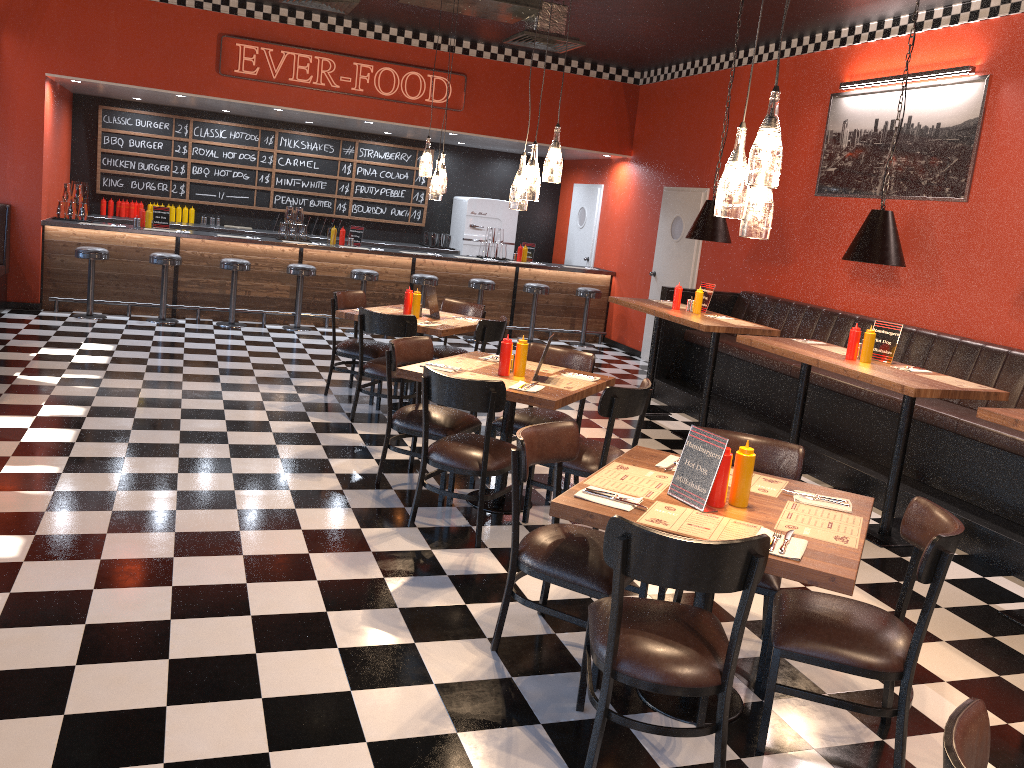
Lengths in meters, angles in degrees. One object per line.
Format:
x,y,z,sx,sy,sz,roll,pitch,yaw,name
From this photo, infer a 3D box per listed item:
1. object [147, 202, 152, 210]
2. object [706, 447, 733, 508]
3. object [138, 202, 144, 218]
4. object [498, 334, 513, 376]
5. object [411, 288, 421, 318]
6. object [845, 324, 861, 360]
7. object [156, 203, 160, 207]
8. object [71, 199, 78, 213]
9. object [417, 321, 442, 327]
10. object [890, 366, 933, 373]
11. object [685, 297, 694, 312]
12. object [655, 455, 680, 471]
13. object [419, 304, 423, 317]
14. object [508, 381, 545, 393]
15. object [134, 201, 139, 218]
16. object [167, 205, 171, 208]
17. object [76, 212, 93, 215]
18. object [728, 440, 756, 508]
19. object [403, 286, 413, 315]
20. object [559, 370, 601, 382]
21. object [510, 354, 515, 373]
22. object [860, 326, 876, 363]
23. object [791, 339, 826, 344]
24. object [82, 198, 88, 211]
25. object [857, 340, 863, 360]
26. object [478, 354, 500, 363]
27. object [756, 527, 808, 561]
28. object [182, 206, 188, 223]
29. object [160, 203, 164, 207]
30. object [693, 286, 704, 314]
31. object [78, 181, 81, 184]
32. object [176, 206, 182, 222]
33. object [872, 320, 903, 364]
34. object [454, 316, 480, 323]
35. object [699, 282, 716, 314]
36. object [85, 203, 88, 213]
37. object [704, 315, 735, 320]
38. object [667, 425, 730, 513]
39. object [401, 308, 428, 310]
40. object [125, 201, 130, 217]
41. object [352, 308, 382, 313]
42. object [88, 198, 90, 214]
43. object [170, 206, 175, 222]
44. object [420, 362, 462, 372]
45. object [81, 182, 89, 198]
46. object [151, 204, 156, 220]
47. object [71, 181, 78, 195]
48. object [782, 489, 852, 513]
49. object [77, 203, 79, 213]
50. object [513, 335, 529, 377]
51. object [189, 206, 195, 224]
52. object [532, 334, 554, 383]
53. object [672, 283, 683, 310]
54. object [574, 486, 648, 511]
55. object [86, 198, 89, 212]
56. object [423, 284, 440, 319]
-4.948,-2.369,12.113,0.068,0.236,0.068,-2,12,-43,object
0.724,0.308,3.086,0.068,0.236,0.068,4,9,-15,object
-5.048,-2.367,12.046,0.068,0.236,0.068,4,9,-18,object
-0.035,-0.166,5.027,0.068,0.236,0.068,4,9,-15,object
-0.755,-0.639,6.984,0.068,0.236,0.068,6,9,-6,object
2.191,-0.273,5.677,0.068,0.236,0.068,6,9,0,object
-4.871,-2.369,12.158,0.068,0.236,0.068,4,9,-18,object
-5.709,-2.324,11.526,0.105,0.207,0.106,0,11,-35,object
-0.631,-0.462,6.731,0.158,0.019,0.256,12,12,25,object
2.474,-0.098,5.522,0.255,0.019,0.159,2,12,-23,object
1.551,-0.693,7.678,0.046,0.135,0.094,1,11,-29,object
0.672,0.322,3.547,0.158,0.019,0.256,12,12,26,object
-0.750,-0.610,7.107,0.046,0.135,0.094,1,11,-30,object
0.088,0.009,4.785,0.158,0.019,0.256,10,12,17,object
-5.128,-2.384,12.090,0.068,0.236,0.068,3,10,-19,object
-4.738,-2.366,12.219,0.068,0.236,0.068,-2,12,-43,object
-5.692,-2.251,11.663,0.272,0.018,0.440,2,12,-20,object
0.813,0.312,3.117,0.068,0.236,0.068,4,9,-15,object
-0.824,-0.659,7.044,0.068,0.236,0.068,10,10,22,object
0.388,-0.051,5.255,0.256,0.019,0.158,12,12,25,object
-0.012,-0.135,5.148,0.047,0.135,0.094,12,11,29,object
2.260,-0.253,5.616,0.068,0.236,0.068,5,9,-12,object
2.130,-0.314,6.408,0.255,0.019,0.159,2,12,-23,object
-5.603,-2.322,11.577,0.105,0.207,0.106,0,11,-35,object
2.265,-0.224,5.739,0.046,0.135,0.094,1,11,-30,object
-0.108,-0.162,5.527,0.158,0.019,0.256,12,13,26,object
0.846,0.493,2.790,0.158,0.019,0.256,11,12,24,object
-4.527,-2.354,12.277,0.068,0.236,0.068,3,10,-19,object
-4.798,-2.359,12.148,0.068,0.236,0.068,3,10,-22,object
1.592,-0.718,7.561,0.068,0.236,0.068,-3,13,-45,object
-5.729,-2.567,11.667,0.105,0.207,0.106,0,11,-35,object
-4.603,-2.355,12.238,0.068,0.236,0.068,3,10,-23,object
2.413,-0.274,5.758,0.072,0.255,0.189,-1,12,-41,object
-0.376,-0.529,7.213,0.255,0.019,0.158,10,12,18,object
1.677,-0.756,7.750,0.072,0.255,0.190,1,11,-29,object
-5.009,-2.008,10.341,0.105,0.207,0.106,0,11,-35,object
1.729,-0.567,7.447,0.255,0.019,0.159,2,12,-23,object
0.644,0.291,3.078,0.072,0.255,0.189,1,11,-30,object
-0.835,-0.642,7.517,0.158,0.019,0.256,12,13,27,object
-5.232,-2.384,12.028,0.068,0.236,0.068,4,9,-18,object
-1.130,-0.577,7.027,0.256,0.019,0.158,12,13,28,object
-5.670,-2.374,11.797,0.105,0.207,0.106,0,11,-35,object
-4.668,-2.350,12.179,0.068,0.236,0.068,-2,12,-43,object
-0.384,-0.097,5.044,0.256,0.019,0.158,11,12,23,object
-5.598,-2.539,11.599,0.105,0.207,0.106,0,11,-35,object
-4.876,-2.349,12.058,0.068,0.236,0.068,-2,12,-43,object
-5.701,-2.542,11.554,0.105,0.207,0.106,0,11,-35,object
1.132,0.425,3.293,0.255,0.019,0.158,10,12,17,object
-5.743,-2.351,11.642,0.105,0.207,0.106,0,11,-35,object
0.053,-0.162,5.058,0.068,0.236,0.068,4,9,-15,object
-4.447,-2.351,12.307,0.068,0.236,0.068,4,9,-18,object
0.178,-0.152,5.032,0.072,0.255,0.189,8,10,9,object
1.443,-0.767,7.721,0.068,0.236,0.068,-3,13,-45,object
0.352,0.390,3.028,0.256,0.019,0.158,12,13,27,object
-5.643,-2.349,11.687,0.105,0.207,0.106,0,11,-35,object
-0.636,-0.662,7.122,0.072,0.255,0.189,1,11,-30,object
